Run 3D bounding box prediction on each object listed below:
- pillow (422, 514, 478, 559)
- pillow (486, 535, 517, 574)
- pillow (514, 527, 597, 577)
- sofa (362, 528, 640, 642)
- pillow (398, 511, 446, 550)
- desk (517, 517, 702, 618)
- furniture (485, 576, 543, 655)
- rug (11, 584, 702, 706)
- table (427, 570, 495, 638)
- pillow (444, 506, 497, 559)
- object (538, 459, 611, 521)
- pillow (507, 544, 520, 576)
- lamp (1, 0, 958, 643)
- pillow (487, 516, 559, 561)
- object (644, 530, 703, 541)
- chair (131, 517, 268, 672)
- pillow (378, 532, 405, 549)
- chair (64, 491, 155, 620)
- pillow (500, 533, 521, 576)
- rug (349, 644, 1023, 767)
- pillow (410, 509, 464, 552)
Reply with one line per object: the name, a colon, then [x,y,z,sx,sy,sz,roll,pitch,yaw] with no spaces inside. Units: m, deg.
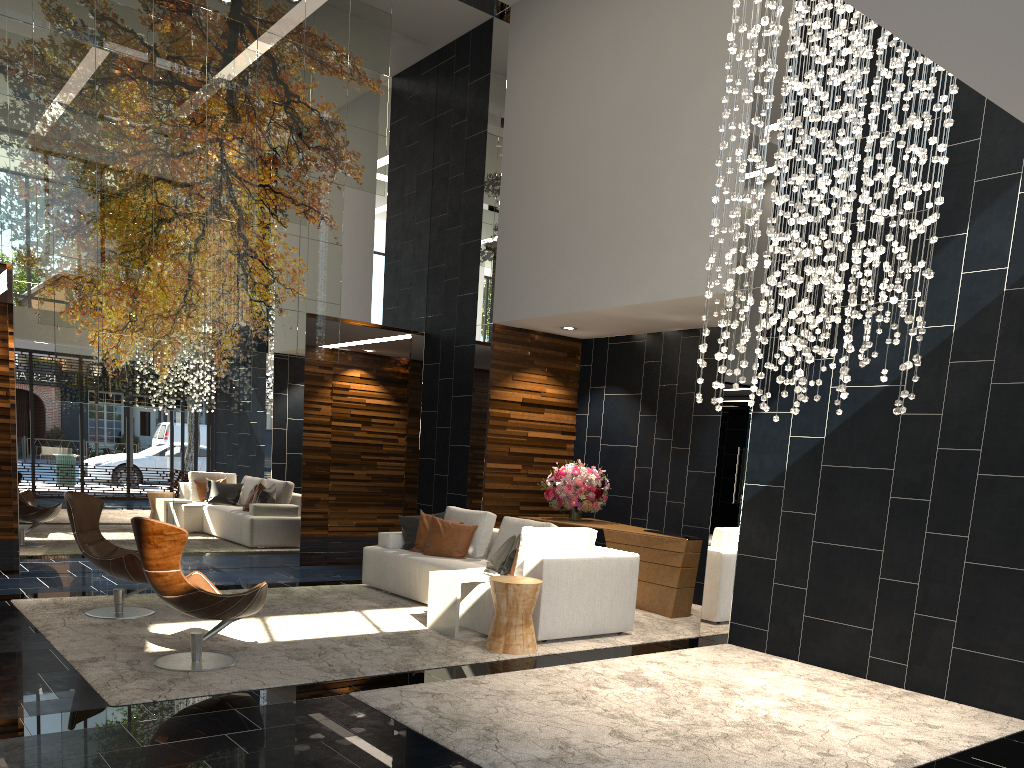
pillow: [-0.599,1.452,8.139,0.516,0.422,0.265,4,5,22]
pillow: [-0.033,1.438,7.334,0.298,0.370,0.501,4,0,12]
pillow: [0.351,1.368,6.902,0.714,0.467,0.213,4,5,-36]
sofa: [-0.338,1.695,7.784,1.295,0.693,2.809,5,-4,-38]
pillow: [-0.877,1.440,8.470,0.552,0.424,0.250,4,5,9]
desk: [1.102,1.869,9.032,0.993,0.761,2.211,3,-2,-38]
furniture: [0.011,1.681,6.289,0.393,0.531,0.384,3,4,-3]
rug: [-0.715,1.997,7.484,5.925,0.006,3.167,7,-6,-38]
table: [-0.384,1.724,6.791,0.400,0.475,0.393,1,4,-38]
pillow: [-0.454,1.438,8.388,0.247,0.460,0.708,-1,2,-38]
object: [0.710,1.158,9.407,0.650,0.689,0.690,6,3,43]
pillow: [0.174,1.409,7.016,0.521,0.421,0.263,3,4,-42]
lamp: [-0.960,-46.588,1.775,400.143,116.029,394.299,5,-4,-12]
pillow: [0.094,1.422,7.691,0.290,0.444,0.708,0,1,-37]
object: [1.573,1.466,8.364,0.242,0.027,0.701,6,-5,-27]
chair: [-1.893,1.266,5.284,0.671,0.947,0.779,5,4,20]
pillow: [-1.046,1.571,8.707,0.626,0.154,0.236,7,-3,-43]
chair: [-2.990,1.300,6.546,0.790,0.948,0.660,3,4,-10]
pillow: [0.086,1.432,7.198,0.253,0.421,0.550,6,1,20]
rug: [1.124,1.917,5.076,3.430,0.006,2.302,7,-6,-38]
pillow: [-0.725,1.434,8.315,0.546,0.440,0.239,4,5,17]
